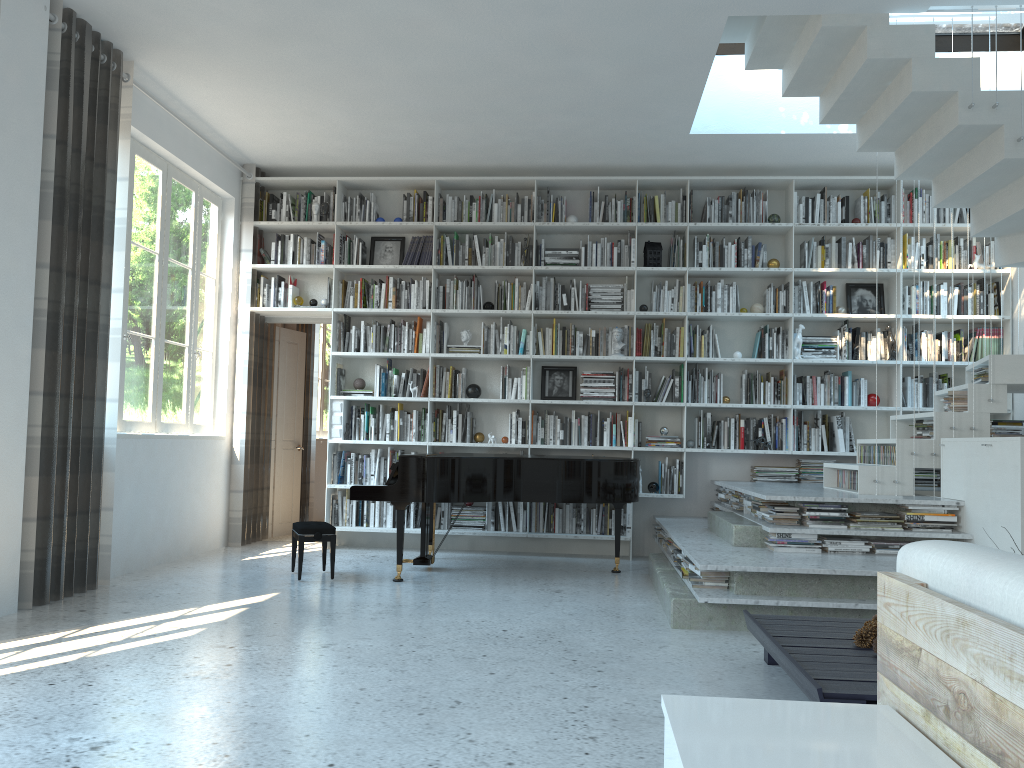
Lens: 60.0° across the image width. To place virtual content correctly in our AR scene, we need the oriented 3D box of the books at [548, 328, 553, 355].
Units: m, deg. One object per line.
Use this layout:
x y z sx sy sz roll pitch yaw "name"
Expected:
0.327 -0.340 7.481 0.029 0.240 0.156 1 -3 5 "books"

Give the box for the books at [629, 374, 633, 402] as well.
0.986 0.043 7.382 0.034 0.229 0.199 1 -3 5 "books"

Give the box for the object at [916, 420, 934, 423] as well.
2.941 0.264 6.215 0.161 0.025 0.174 1 -4 9 "object"

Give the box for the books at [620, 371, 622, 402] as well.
0.910 0.029 7.412 0.013 0.256 0.163 1 -3 5 "books"

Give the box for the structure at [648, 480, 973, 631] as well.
2.374 1.041 5.797 2.899 0.659 3.115 1 -4 5 "structure"

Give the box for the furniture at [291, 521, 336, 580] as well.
-1.325 1.097 5.903 0.240 0.353 0.467 3 -4 -20 "furniture"

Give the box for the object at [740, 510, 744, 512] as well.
1.701 0.902 6.343 0.145 0.010 0.267 1 -4 1 "object"

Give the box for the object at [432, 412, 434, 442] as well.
-0.660 0.367 7.528 0.012 0.254 0.161 1 -3 5 "object"

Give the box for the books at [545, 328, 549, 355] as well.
0.300 -0.344 7.490 0.026 0.248 0.139 1 -3 5 "books"

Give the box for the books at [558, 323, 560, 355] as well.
0.394 -0.360 7.460 0.010 0.280 0.170 1 -3 5 "books"

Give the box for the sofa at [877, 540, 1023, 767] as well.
1.716 0.604 1.132 2.194 0.853 0.872 1 -3 5 "sofa"

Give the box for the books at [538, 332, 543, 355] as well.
0.245 -0.327 7.473 0.053 0.208 0.156 1 -3 5 "books"

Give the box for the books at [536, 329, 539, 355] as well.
0.215 -0.339 7.501 0.011 0.235 0.142 1 -3 5 "books"

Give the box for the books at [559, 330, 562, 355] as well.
0.413 -0.332 7.480 0.024 0.228 0.147 1 -3 5 "books"

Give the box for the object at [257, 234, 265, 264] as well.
-2.196 -1.149 7.727 0.035 0.295 0.176 1 -3 5 "object"

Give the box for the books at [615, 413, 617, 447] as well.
0.869 0.381 7.406 0.010 0.284 0.132 1 -3 5 "books"

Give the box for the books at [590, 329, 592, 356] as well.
0.663 -0.331 7.444 0.010 0.234 0.175 1 -3 5 "books"

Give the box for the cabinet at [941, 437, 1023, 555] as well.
2.796 0.633 4.847 0.551 0.667 0.993 1 -4 5 "cabinet"

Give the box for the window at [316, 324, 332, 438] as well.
-2.193 -0.359 10.364 0.073 2.008 1.984 1 -3 5 "window"

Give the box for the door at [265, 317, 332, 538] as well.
-1.885 0.427 8.179 0.834 1.979 0.787 1 -3 5 "door"

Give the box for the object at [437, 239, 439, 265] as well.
-0.624 -1.098 7.607 0.012 0.254 0.161 1 -3 5 "object"

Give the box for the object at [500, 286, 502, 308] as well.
-0.092 -0.709 7.546 0.010 0.225 0.142 1 -3 5 "object"

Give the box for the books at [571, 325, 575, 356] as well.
0.515 -0.352 7.444 0.028 0.267 0.190 1 -3 5 "books"

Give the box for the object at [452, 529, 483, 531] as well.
-0.361 1.217 7.448 0.254 0.007 0.161 1 -4 8 "object"

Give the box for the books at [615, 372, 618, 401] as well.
0.875 0.029 7.407 0.012 0.254 0.161 1 -3 5 "books"

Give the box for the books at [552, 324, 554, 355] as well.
0.348 -0.361 7.493 0.010 0.283 0.136 1 -3 5 "books"

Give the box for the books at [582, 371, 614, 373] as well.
0.722 -0.094 7.428 0.254 0.012 0.161 1 -4 9 "books"

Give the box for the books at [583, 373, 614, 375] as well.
0.722 -0.081 7.429 0.254 0.012 0.161 1 -4 2 "books"

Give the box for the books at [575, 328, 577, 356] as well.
0.536 -0.342 7.469 0.011 0.251 0.130 1 -3 5 "books"

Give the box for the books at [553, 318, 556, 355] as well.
0.357 -0.380 7.450 0.014 0.317 0.188 1 -3 5 "books"

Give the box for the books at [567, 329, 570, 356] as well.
0.477 -0.335 7.468 0.025 0.236 0.137 1 -3 5 "books"

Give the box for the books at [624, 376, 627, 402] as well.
0.950 0.050 7.412 0.021 0.217 0.132 1 -3 5 "books"

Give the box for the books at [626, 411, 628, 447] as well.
0.958 0.374 7.390 0.011 0.300 0.149 1 -3 5 "books"

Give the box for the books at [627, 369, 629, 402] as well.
0.965 0.018 7.395 0.011 0.279 0.186 1 -3 5 "books"

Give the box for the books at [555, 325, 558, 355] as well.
0.370 -0.355 7.447 0.015 0.266 0.189 1 -3 5 "books"

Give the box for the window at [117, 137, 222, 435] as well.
-2.527 -0.630 6.416 0.073 2.008 1.984 1 -3 5 "window"

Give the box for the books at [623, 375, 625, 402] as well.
0.933 0.042 7.416 0.013 0.232 0.134 1 -3 5 "books"

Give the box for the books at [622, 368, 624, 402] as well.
0.922 0.014 7.411 0.011 0.288 0.152 1 -3 5 "books"

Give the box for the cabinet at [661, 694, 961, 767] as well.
0.420 0.764 1.253 0.380 0.486 0.503 1 -3 5 "cabinet"

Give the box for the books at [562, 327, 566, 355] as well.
0.439 -0.347 7.485 0.028 0.259 0.134 1 -3 5 "books"

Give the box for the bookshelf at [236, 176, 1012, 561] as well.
0.795 -0.126 7.365 6.296 3.140 0.330 1 -3 5 "bookshelf"

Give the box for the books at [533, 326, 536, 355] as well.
0.193 -0.349 7.496 0.012 0.254 0.161 1 -3 5 "books"

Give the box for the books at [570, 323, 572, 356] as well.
0.496 -0.359 7.460 0.013 0.283 0.177 1 -3 5 "books"

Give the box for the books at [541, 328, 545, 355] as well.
0.265 -0.342 7.484 0.042 0.242 0.162 1 -3 5 "books"

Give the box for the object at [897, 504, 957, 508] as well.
2.408 0.695 5.166 0.284 0.030 0.177 1 -4 5 "object"

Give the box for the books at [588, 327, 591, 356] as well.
0.652 -0.344 7.450 0.014 0.258 0.161 1 -3 5 "books"

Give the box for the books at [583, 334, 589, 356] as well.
0.620 -0.314 7.460 0.050 0.199 0.146 1 -3 5 "books"

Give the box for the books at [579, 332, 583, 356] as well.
0.579 -0.323 7.452 0.030 0.214 0.168 1 -3 5 "books"

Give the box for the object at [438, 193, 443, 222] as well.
-0.615 -1.480 7.628 0.012 0.285 0.159 1 -3 5 "object"

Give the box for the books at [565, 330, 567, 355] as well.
0.457 -0.332 7.462 0.012 0.227 0.169 1 -3 5 "books"

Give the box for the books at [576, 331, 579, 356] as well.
0.552 -0.325 7.453 0.024 0.216 0.175 1 -3 5 "books"

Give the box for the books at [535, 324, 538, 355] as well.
0.206 -0.362 7.505 0.010 0.281 0.140 1 -3 5 "books"

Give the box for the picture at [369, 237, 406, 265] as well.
-1.083 -1.134 7.694 0.300 0.299 0.077 1 -3 5 "picture"

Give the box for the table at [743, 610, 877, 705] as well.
1.586 1.063 3.193 1.270 0.218 1.258 1 -4 5 "table"

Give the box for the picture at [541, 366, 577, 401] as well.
0.396 -0.002 7.505 0.300 0.299 0.077 1 -3 5 "picture"

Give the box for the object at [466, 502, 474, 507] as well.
-0.361 0.983 7.426 0.086 0.087 0.086 2 -4 -17 "object"

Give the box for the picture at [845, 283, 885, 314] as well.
2.921 -0.687 7.330 0.300 0.299 0.077 1 -3 5 "picture"

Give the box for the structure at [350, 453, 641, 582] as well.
-0.045 0.923 6.315 1.918 0.832 1.335 1 -4 5 "structure"

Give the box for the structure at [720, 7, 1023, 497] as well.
2.519 -0.673 5.497 2.613 3.380 1.955 1 -3 5 "structure"
